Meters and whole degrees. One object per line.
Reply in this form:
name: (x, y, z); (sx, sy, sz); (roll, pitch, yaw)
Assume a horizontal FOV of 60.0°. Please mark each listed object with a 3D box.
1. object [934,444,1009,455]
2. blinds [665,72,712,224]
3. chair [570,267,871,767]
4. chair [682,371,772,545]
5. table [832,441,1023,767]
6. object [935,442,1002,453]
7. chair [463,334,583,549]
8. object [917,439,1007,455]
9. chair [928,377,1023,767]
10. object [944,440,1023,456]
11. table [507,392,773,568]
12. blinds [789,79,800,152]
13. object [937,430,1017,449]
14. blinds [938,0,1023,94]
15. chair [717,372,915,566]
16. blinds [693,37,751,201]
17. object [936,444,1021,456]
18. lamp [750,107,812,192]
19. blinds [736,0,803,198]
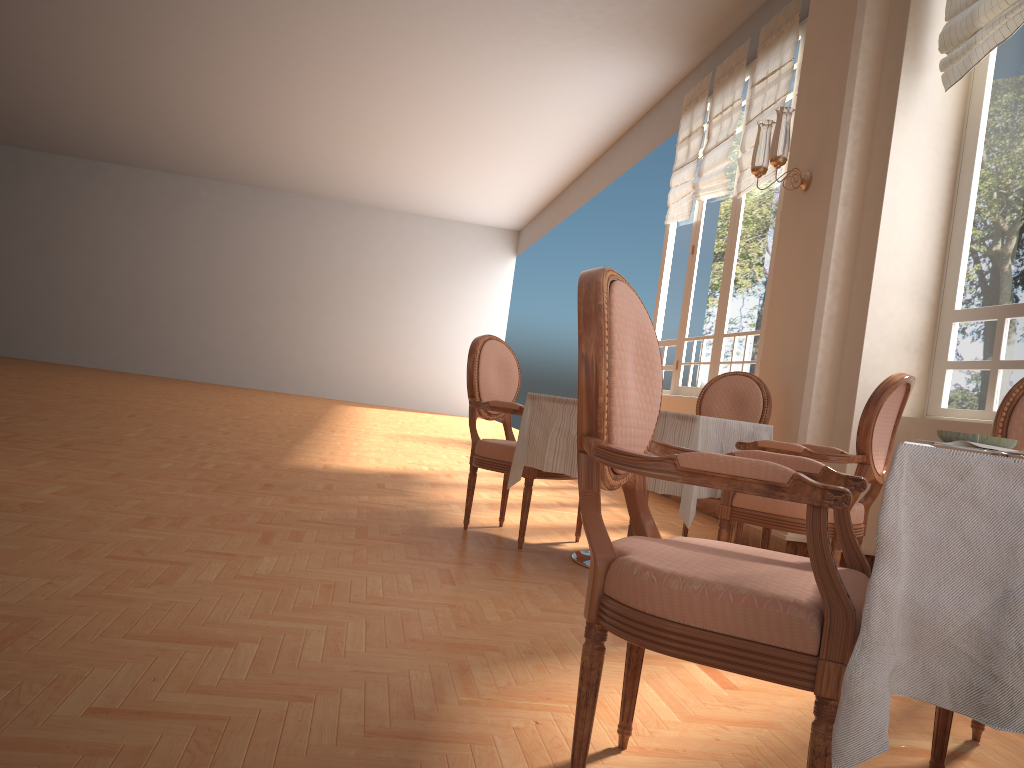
object: (0.703, 0.100, 1.335); (0.125, 0.002, 0.016); (8, 0, 25)
blinds: (1.576, -2.074, 7.995); (0.038, 1.293, 0.689); (8, 0, -9)
chair: (0.357, 0.273, 1.577); (0.592, 0.931, 0.521); (8, 0, 24)
chair: (0.966, 0.375, 4.342); (0.520, 0.931, 0.593); (8, 0, 35)
table: (0.932, 0.475, 1.278); (0.829, 0.680, 0.837); (8, 0, 24)
object: (0.715, 0.100, 1.353); (0.127, 0.004, 0.013); (8, 0, 25)
chair: (0.043, 0.248, 4.182); (0.592, 0.931, 0.521); (8, 0, 35)
object: (0.753, 0.105, 1.443); (0.171, 0.005, 0.171); (8, 0, 28)
chair: (1.232, 0.394, 1.917); (0.520, 0.931, 0.593); (8, 0, 24)
object: (0.684, 0.090, 1.147); (0.234, 0.012, 0.095); (8, 0, 29)
table: (0.554, 0.442, 3.770); (0.828, 0.677, 0.831); (8, 0, 36)
blinds: (1.969, -1.995, 5.530); (0.072, 1.376, 0.699); (8, 0, -8)
object: (0.754, 0.095, 1.443); (0.117, 0.024, 0.117); (8, 0, 1)
blinds: (2.113, -1.988, 3.671); (0.072, 1.376, 0.843); (8, 0, -9)
chair: (1.149, 0.393, 3.370); (0.592, 0.931, 0.521); (8, 0, 35)
blinds: (1.691, -2.092, 7.214); (0.085, 1.235, 0.699); (8, 0, -9)
object: (0.695, 0.096, 1.311); (0.125, 0.006, 0.027); (8, 0, 24)
lamp: (1.408, -1.187, 4.563); (0.274, 0.362, 0.320); (8, 0, -9)
blinds: (1.829, -2.046, 6.372); (0.054, 1.301, 0.689); (8, 0, -9)
